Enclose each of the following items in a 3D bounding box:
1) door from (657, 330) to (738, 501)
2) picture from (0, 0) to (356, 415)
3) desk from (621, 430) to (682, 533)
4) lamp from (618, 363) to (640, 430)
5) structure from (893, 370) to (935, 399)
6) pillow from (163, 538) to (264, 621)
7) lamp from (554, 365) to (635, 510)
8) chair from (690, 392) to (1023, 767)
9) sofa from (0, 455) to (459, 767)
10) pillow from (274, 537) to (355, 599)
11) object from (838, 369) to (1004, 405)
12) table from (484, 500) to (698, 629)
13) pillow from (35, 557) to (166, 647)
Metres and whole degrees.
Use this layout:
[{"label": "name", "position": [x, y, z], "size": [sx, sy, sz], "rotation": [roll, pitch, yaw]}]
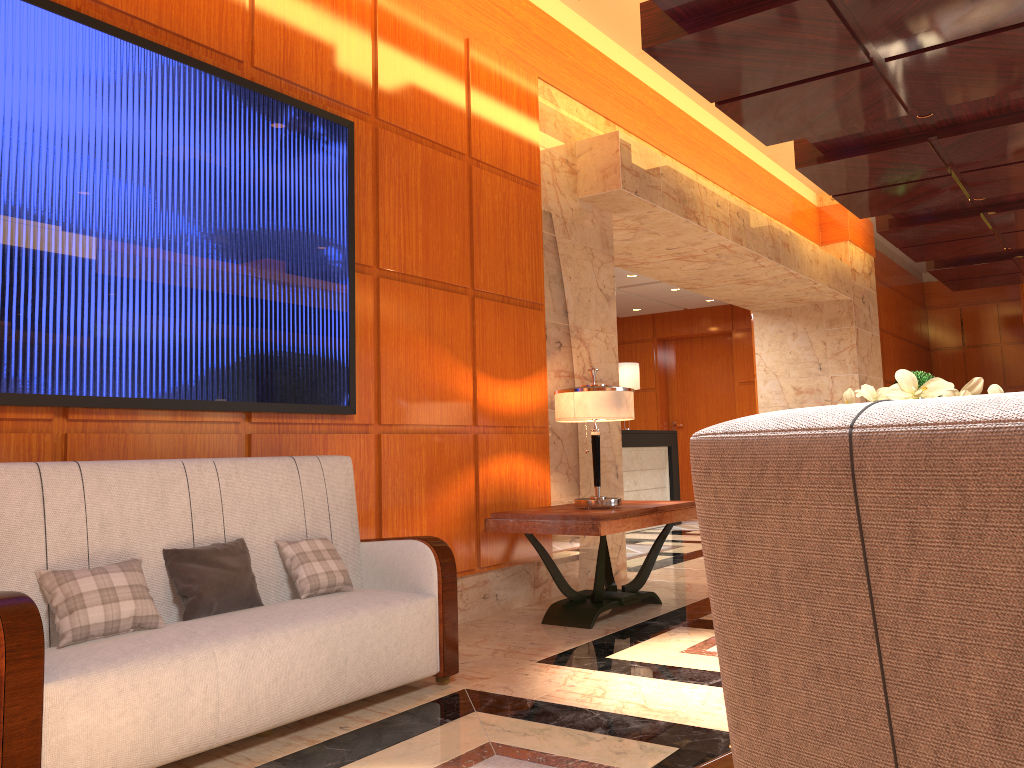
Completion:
[{"label": "door", "position": [2.967, 0.573, 13.829], "size": [1.283, 2.709, 0.339], "rotation": [-6, -8, 35]}, {"label": "picture", "position": [-1.361, -0.624, 3.524], "size": [0.056, 1.459, 1.992], "rotation": [-6, -7, 35]}, {"label": "desk", "position": [0.838, 1.107, 9.993], "size": [0.939, 1.146, 2.919], "rotation": [-6, -6, 35]}, {"label": "lamp", "position": [1.375, 0.166, 10.779], "size": [0.372, 0.824, 0.371], "rotation": [2, -7, -30]}, {"label": "structure", "position": [5.890, 0.645, 12.792], "size": [0.721, 1.720, 0.719], "rotation": [-3, -7, 13]}, {"label": "pillow", "position": [-1.057, 0.691, 3.146], "size": [0.160, 0.254, 0.357], "rotation": [-5, -6, 32]}, {"label": "lamp", "position": [0.476, 0.297, 5.038], "size": [0.457, 0.813, 0.458], "rotation": [-7, -9, 44]}, {"label": "chair", "position": [0.603, 0.493, 0.834], "size": [0.628, 0.965, 0.735], "rotation": [3, -7, -36]}, {"label": "sofa", "position": [-0.988, 0.726, 3.118], "size": [0.611, 0.936, 1.795], "rotation": [-6, -6, 35]}, {"label": "pillow", "position": [-0.771, 0.725, 3.488], "size": [0.202, 0.231, 0.273], "rotation": [-6, -7, 37]}, {"label": "object", "position": [1.154, 0.265, 2.150], "size": [0.788, 0.620, 0.416], "rotation": [-3, -6, 12]}, {"label": "table", "position": [0.517, 1.014, 5.105], "size": [0.724, 0.609, 1.267], "rotation": [-5, -6, 35]}, {"label": "pillow", "position": [-1.284, 0.677, 2.775], "size": [0.194, 0.228, 0.343], "rotation": [-6, -7, 40]}]
